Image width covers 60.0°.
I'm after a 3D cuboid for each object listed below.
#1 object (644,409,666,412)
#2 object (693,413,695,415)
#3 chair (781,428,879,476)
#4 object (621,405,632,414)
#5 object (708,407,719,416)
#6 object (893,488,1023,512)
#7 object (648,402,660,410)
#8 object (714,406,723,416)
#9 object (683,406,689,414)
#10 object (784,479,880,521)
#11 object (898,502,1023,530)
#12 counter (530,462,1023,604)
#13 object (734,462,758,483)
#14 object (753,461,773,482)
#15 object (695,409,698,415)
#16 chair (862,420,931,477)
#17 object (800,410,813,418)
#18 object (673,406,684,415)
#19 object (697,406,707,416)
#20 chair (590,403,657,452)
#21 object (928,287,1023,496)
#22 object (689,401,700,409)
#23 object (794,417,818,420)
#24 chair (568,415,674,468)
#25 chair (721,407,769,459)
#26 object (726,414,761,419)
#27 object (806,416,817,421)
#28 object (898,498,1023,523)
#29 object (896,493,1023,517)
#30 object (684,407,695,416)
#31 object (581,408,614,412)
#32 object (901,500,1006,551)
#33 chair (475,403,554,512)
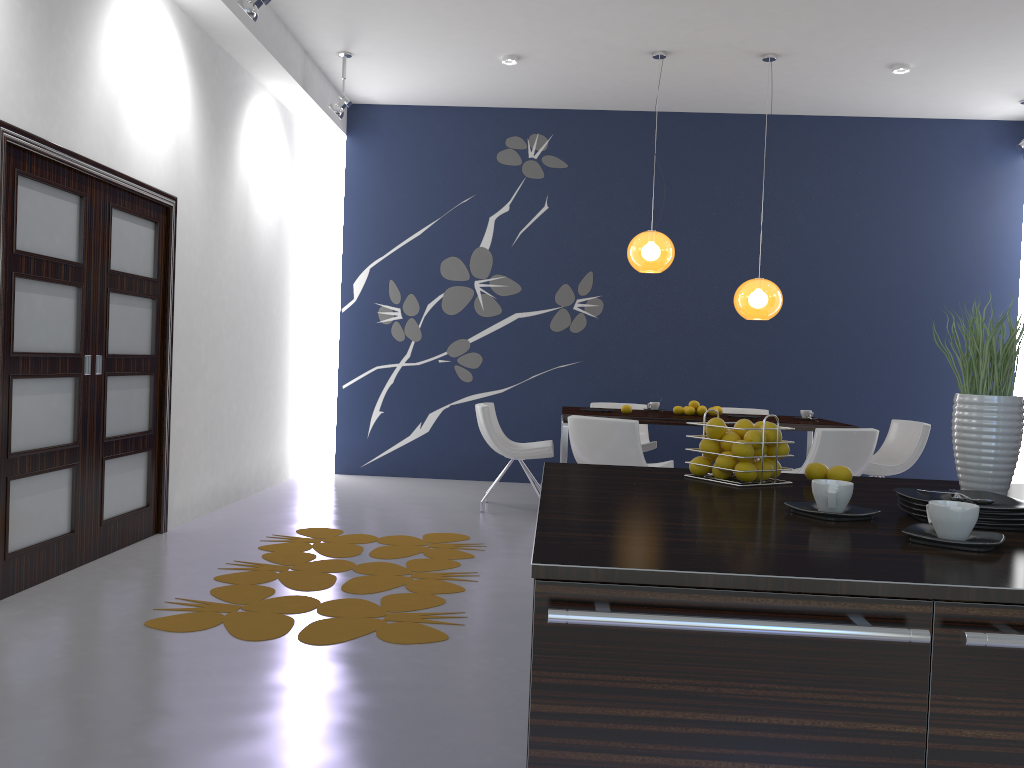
[{"bbox_3d":[1.145,0.211,7.132,0.154,0.020,0.154,1,2,-42],"label":"object"},{"bbox_3d":[1.393,0.198,6.828,0.094,0.077,0.079,1,2,-43],"label":"object"},{"bbox_3d":[1.988,0.667,5.747,0.508,0.805,0.620,2,2,-27],"label":"chair"},{"bbox_3d":[0.844,0.188,6.527,0.083,0.068,0.070,2,1,7],"label":"object"},{"bbox_3d":[1.519,0.211,6.700,0.083,0.068,0.070,2,1,7],"label":"object"},{"bbox_3d":[1.069,0.178,1.670,0.646,0.147,0.269,3,2,28],"label":"object"},{"bbox_3d":[1.142,0.180,7.123,0.081,0.064,0.101,3,2,28],"label":"object"},{"bbox_3d":[1.564,0.206,6.772,0.079,0.077,0.094,2,2,-23],"label":"object"},{"bbox_3d":[1.341,0.202,6.756,0.070,0.068,0.083,2,2,-28],"label":"object"},{"bbox_3d":[0.635,0.229,1.762,0.153,0.069,0.153,2,2,-24],"label":"object"},{"bbox_3d":[0.899,0.263,1.760,0.232,0.020,0.232,3,1,11],"label":"object"},{"bbox_3d":[1.692,0.506,1.780,3.291,1.300,1.302,2,1,3],"label":"counter"},{"bbox_3d":[0.574,0.216,2.176,0.061,0.053,0.053,1,2,-42],"label":"object"},{"bbox_3d":[0.621,0.218,2.214,0.053,0.053,0.061,1,2,-45],"label":"object"},{"bbox_3d":[1.424,0.204,6.752,0.081,0.071,0.069,2,2,-20],"label":"object"},{"bbox_3d":[2.789,0.675,6.720,0.620,0.805,0.508,2,1,-2],"label":"chair"},{"bbox_3d":[2.243,0.233,6.737,0.101,0.064,0.081,3,2,29],"label":"object"},{"bbox_3d":[1.262,0.200,6.717,0.083,0.068,0.070,2,1,7],"label":"object"},{"bbox_3d":[1.428,0.202,6.669,0.076,0.080,0.094,2,1,4],"label":"object"},{"bbox_3d":[0.941,0.578,7.670,0.508,0.805,0.620,2,1,-2],"label":"chair"},{"bbox_3d":[1.106,0.019,2.101,0.269,0.502,0.247,1,2,-44],"label":"object"},{"bbox_3d":[1.378,0.159,6.706,0.083,0.068,0.070,2,1,7],"label":"object"},{"bbox_3d":[2.233,0.264,6.743,0.154,0.020,0.154,1,2,-41],"label":"object"},{"bbox_3d":[0.691,0.614,5.822,0.508,0.805,0.620,3,2,38],"label":"chair"},{"bbox_3d":[1.979,0.621,7.618,0.508,0.805,0.620,2,1,3],"label":"chair"},{"bbox_3d":[1.734,0.247,6.641,0.232,0.020,0.232,3,2,31],"label":"object"},{"bbox_3d":[2.248,0.260,6.630,0.032,0.028,0.155,2,1,-16],"label":"object"},{"bbox_3d":[0.899,0.253,1.760,0.232,0.020,0.232,3,1,11],"label":"object"},{"bbox_3d":[0.900,0.243,1.759,0.232,0.020,0.232,2,1,6],"label":"object"},{"bbox_3d":[1.337,0.204,6.671,0.070,0.068,0.083,2,2,-28],"label":"object"},{"bbox_3d":[0.647,0.201,6.727,0.232,0.020,0.232,3,2,31],"label":"object"},{"bbox_3d":[0.755,0.239,1.517,0.153,0.069,0.153,3,2,36],"label":"object"},{"bbox_3d":[0.012,0.561,6.857,0.620,0.805,0.508,2,1,3],"label":"chair"}]
